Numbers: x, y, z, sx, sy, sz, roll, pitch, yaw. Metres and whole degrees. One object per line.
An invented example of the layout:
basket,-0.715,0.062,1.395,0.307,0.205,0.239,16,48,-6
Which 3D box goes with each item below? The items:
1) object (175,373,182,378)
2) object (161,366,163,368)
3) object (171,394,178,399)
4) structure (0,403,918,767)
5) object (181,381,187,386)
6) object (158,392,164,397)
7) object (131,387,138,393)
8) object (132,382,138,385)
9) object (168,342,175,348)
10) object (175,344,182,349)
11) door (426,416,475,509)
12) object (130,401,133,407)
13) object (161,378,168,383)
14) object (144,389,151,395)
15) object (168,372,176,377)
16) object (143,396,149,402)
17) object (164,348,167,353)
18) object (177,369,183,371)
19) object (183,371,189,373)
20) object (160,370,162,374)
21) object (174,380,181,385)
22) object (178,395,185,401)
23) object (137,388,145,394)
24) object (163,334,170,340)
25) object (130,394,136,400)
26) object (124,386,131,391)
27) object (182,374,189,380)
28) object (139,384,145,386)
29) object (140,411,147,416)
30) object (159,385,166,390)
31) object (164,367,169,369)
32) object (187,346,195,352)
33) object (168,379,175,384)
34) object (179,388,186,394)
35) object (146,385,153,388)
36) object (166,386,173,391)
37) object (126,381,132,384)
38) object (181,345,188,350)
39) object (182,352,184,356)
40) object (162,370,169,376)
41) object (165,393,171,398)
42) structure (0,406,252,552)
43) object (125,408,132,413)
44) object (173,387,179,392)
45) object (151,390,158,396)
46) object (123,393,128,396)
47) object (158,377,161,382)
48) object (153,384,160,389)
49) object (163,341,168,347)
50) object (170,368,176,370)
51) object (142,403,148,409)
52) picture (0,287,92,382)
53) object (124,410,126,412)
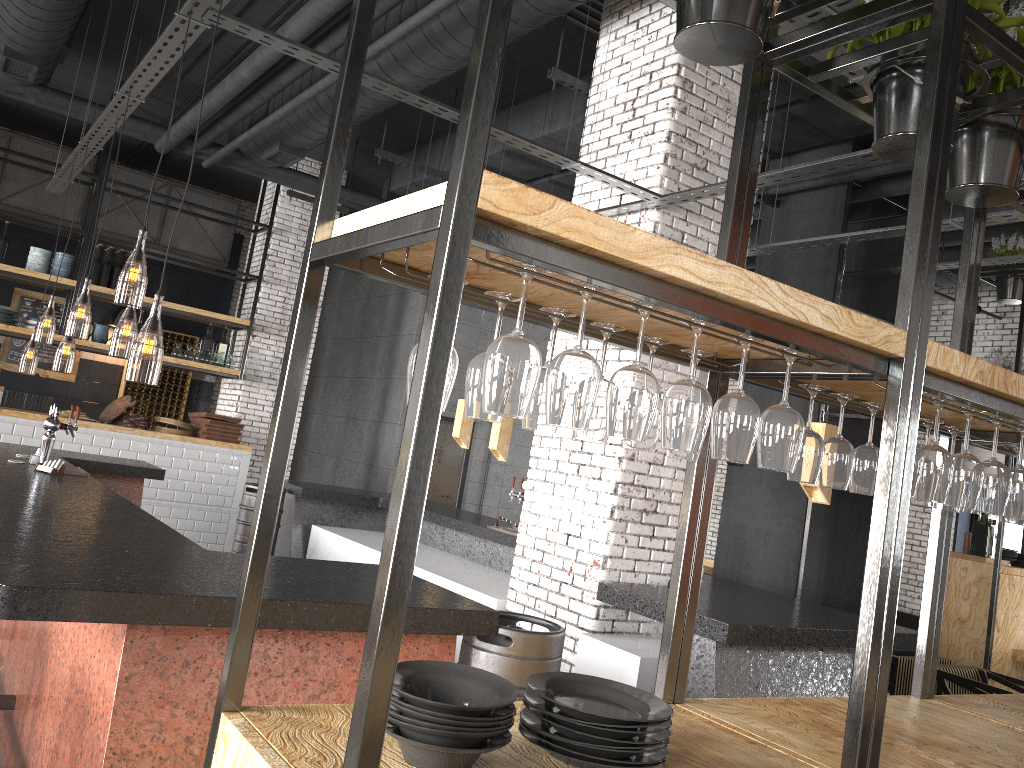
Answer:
object,-4.910,-0.123,13.069,0.079,0.079,0.283,13,-6,-33
object,-5.103,-0.278,12.895,0.079,0.079,0.283,13,-6,-33
object,-4.961,0.187,13.034,0.079,0.079,0.283,13,-6,-33
structure,-1.244,1.194,5.820,4.301,1.537,5.877,13,-6,-34
object,-4.852,-0.002,13.113,0.079,0.079,0.283,13,-6,-33
object,-5.117,0.152,12.934,0.079,0.079,0.283,13,-6,-33
object,-5.413,0.083,12.710,0.079,0.079,0.283,13,-6,-33
object,-5.407,-0.021,12.738,0.079,0.079,0.283,13,-6,-33
object,-4.994,-0.571,13.010,0.079,0.079,0.283,13,-6,-33
object,-4.909,-0.553,13.049,0.079,0.079,0.283,13,-6,-33
door,-1.181,1.485,12.504,1.117,2.107,0.158,13,-7,-33
object,-5.434,0.290,12.668,0.079,0.079,0.281,13,-6,-34
object,-5.072,-0.054,12.941,0.079,0.079,0.283,13,-6,-33
object,-5.259,0.118,12.814,0.079,0.079,0.283,13,-6,-33
object,-4.978,-0.140,13.004,0.079,0.079,0.283,13,-6,-33
object,-5.287,0.221,12.818,0.079,0.079,0.281,13,-6,-34
object,-5.069,-0.484,12.918,0.079,0.079,0.283,13,-6,-33
object,-4.892,-0.226,13.080,0.079,0.079,0.283,13,-6,-33
object,-4.802,-0.208,13.111,0.079,0.079,0.283,13,-6,-33
object,-5.140,-0.175,12.913,0.079,0.079,0.283,13,-6,-33
object,-4.918,-0.019,13.044,0.079,0.079,0.283,13,-6,-33
object,-4.865,0.205,13.058,0.079,0.079,0.283,13,-6,-33
object,-5.331,0.100,12.755,0.079,0.079,0.283,13,-6,-33
object,-5.045,-0.691,12.957,0.079,0.079,0.283,13,-6,-33
object,-5.419,0.187,12.682,0.079,0.079,0.281,13,-6,-34
object,-5.476,0.066,12.639,0.079,0.079,0.283,13,-6,-33
object,-4.824,-0.105,13.107,0.079,0.079,0.283,13,-6,-33
object,-5.327,-0.003,12.786,0.079,0.079,0.283,13,-6,-33
object,-5.300,0.428,12.763,0.079,0.079,0.281,13,-6,-34
object,-5.097,0.049,12.942,0.079,0.079,0.283,13,-6,-33
object,-5.037,-0.261,12.963,0.079,0.079,0.283,13,-6,-33
object,-4.742,-0.518,13.133,0.079,0.079,0.283,13,-6,-33
object,-4.984,-0.036,12.976,0.079,0.079,0.283,13,-6,-33
object,-4.859,0.101,13.085,0.079,0.079,0.283,13,-6,-33
object,-5.229,0.015,12.806,0.079,0.079,0.283,13,-6,-33
object,-4.999,0.067,12.962,0.079,0.079,0.283,13,-6,-33
object,-5.472,-0.038,12.670,0.079,0.079,0.283,13,-6,-33
object,-4.827,-0.536,13.093,0.079,0.079,0.283,13,-6,-33
object,-4.849,-0.433,13.089,0.079,0.079,0.283,13,-6,-33
object,-5.063,-0.158,12.965,0.079,0.079,0.283,13,-6,-33
object,-5.029,0.170,12.970,0.079,0.079,0.283,13,-6,-33
structure,-5.792,0.814,8.901,5.787,1.349,1.511,13,-6,-33
object,-5.475,0.392,12.692,0.079,0.079,0.281,13,-6,-34
object,-4.944,0.084,13.046,0.079,0.079,0.283,13,-6,-33
object,-5.183,0.135,12.866,0.079,0.079,0.283,13,-6,-33
object,-5.515,0.169,12.659,0.079,0.079,0.281,13,-6,-34
object,-5.135,-0.071,12.869,0.079,0.079,0.283,13,-6,-33
object,-5.155,0.032,12.861,0.079,0.079,0.283,13,-6,-33
object,-5.071,-0.588,12.958,0.079,0.079,0.283,13,-6,-33
object,-4.972,-0.244,13.031,0.079,0.079,0.283,13,-6,-33
object,-5.280,0.325,12.771,0.079,0.079,0.281,13,-6,-34
picture,-6.488,-0.670,12.322,0.978,1.145,0.020,13,-7,-33
object,-5.540,0.375,12.624,0.079,0.079,0.281,13,-6,-34
